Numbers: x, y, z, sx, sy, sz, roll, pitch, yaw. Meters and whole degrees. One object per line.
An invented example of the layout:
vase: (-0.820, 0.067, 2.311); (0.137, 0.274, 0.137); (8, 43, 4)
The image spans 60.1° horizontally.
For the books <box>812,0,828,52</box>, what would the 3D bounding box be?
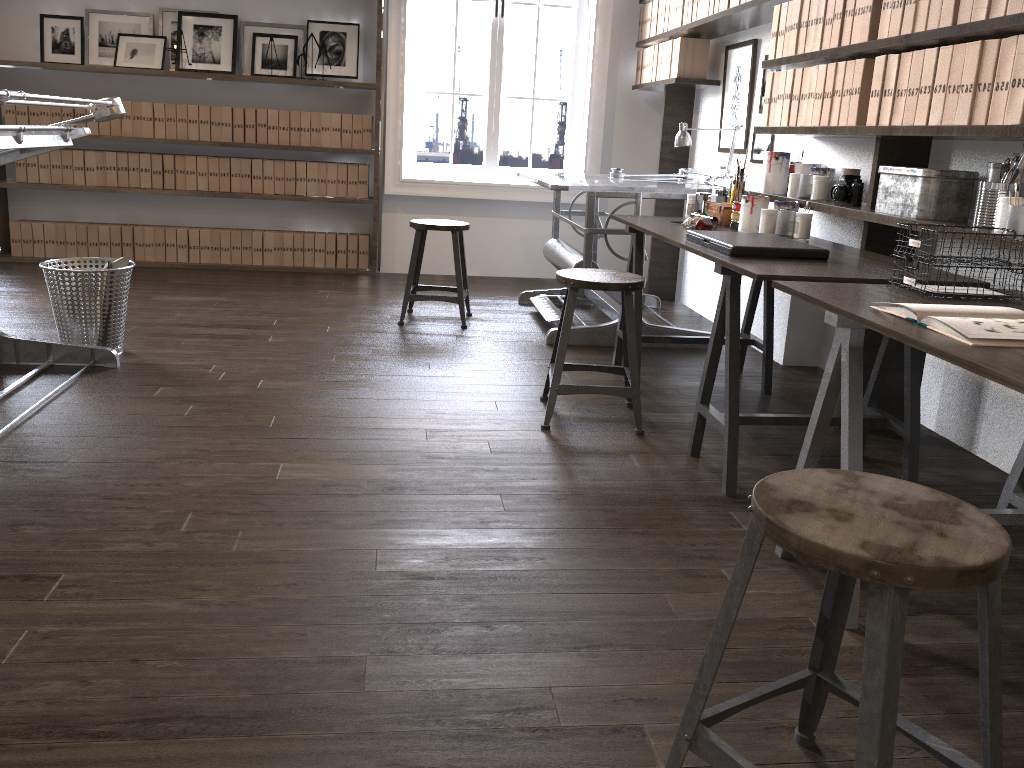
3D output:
books: (1.235, -1.353, 3.324); (0.174, 0.223, 0.067); (1, 13, -8)

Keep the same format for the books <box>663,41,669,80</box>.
books: (0.996, -1.905, 5.237); (0.174, 0.223, 0.067); (1, 13, -8)

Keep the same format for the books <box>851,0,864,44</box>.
books: (1.273, -1.271, 3.038); (0.174, 0.223, 0.067); (1, 13, -8)

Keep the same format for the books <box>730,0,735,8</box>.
books: (1.136, -1.883, 4.201); (0.174, 0.223, 0.067); (1, 13, -8)

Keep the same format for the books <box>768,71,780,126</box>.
books: (1.182, -1.187, 3.711); (0.174, 0.223, 0.067); (1, 13, -8)

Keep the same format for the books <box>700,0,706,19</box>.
books: (1.082, -2.001, 4.608); (0.174, 0.223, 0.067); (1, 13, -8)

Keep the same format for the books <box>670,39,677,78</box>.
books: (1.015, -1.867, 5.106); (0.174, 0.223, 0.067); (1, 13, -8)

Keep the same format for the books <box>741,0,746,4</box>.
books: (1.153, -1.843, 4.063); (0.174, 0.223, 0.067); (1, 13, -8)

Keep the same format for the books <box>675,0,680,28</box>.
books: (1.029, -2.131, 5.036); (0.174, 0.223, 0.067); (1, 13, -8)

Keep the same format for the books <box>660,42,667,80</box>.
books: (0.987, -1.922, 5.298); (0.174, 0.223, 0.067); (1, 13, -8)

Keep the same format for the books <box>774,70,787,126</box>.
books: (1.188, -1.169, 3.650); (0.174, 0.223, 0.067); (1, 13, -8)

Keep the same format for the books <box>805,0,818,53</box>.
books: (1.230, -1.373, 3.393); (0.174, 0.223, 0.067); (1, 13, -8)

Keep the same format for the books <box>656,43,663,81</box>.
books: (0.976, -1.942, 5.368); (0.174, 0.223, 0.067); (1, 13, -8)

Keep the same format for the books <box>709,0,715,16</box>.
books: (1.096, -1.960, 4.468); (0.174, 0.223, 0.067); (1, 13, -8)

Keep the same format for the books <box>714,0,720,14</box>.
books: (1.108, -1.943, 4.408); (0.174, 0.223, 0.067); (1, 13, -8)

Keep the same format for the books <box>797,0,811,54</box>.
books: (1.222, -1.393, 3.462); (0.174, 0.223, 0.067); (1, 13, -8)

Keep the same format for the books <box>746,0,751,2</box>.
books: (1.162, -1.824, 3.995); (0.174, 0.223, 0.067); (1, 13, -8)

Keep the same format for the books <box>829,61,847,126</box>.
books: (1.248, -1.033, 3.176); (0.174, 0.223, 0.067); (1, 13, -8)

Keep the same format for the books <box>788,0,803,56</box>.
books: (1.208, -1.412, 3.526); (0.174, 0.223, 0.067); (1, 13, -8)

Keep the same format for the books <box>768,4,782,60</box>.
books: (1.184, -1.468, 3.721); (0.174, 0.223, 0.067); (1, 13, -8)

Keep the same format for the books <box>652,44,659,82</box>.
books: (0.966, -1.971, 5.468); (0.174, 0.223, 0.067); (1, 13, -8)

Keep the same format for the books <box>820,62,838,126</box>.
books: (1.236, -1.051, 3.237); (0.174, 0.223, 0.067); (1, 13, -8)

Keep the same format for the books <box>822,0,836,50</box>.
books: (1.248, -1.333, 3.256); (0.174, 0.223, 0.067); (1, 13, -8)

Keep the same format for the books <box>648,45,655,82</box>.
books: (0.953, -1.992, 5.538); (0.174, 0.223, 0.067); (1, 13, -8)

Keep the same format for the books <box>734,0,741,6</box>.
books: (1.140, -1.863, 4.131); (0.174, 0.223, 0.067); (1, 13, -8)

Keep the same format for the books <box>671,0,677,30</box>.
books: (1.021, -2.152, 5.109); (0.174, 0.223, 0.067); (1, 13, -8)

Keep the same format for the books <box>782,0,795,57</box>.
books: (1.204, -1.430, 3.591); (0.174, 0.223, 0.067); (1, 13, -8)

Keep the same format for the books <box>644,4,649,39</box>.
books: (0.949, -2.319, 5.687); (0.174, 0.223, 0.067); (1, 13, -8)

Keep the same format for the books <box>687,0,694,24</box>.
books: (1.054, -2.059, 4.811); (0.174, 0.223, 0.067); (1, 13, -8)

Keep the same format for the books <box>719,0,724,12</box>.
books: (1.118, -1.924, 4.345); (0.174, 0.223, 0.067); (1, 13, -8)

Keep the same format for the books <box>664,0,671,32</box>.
books: (1.002, -2.191, 5.243); (0.174, 0.223, 0.067); (1, 13, -8)

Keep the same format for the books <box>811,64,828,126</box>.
books: (1.228, -1.071, 3.307); (0.174, 0.223, 0.067); (1, 13, -8)

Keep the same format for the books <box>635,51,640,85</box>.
books: (0.918, -2.089, 5.877); (0.174, 0.223, 0.067); (1, 13, -8)

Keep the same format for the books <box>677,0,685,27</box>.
books: (1.032, -2.114, 4.975); (0.174, 0.223, 0.067); (1, 13, -8)

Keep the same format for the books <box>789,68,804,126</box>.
books: (1.207, -1.130, 3.512); (0.174, 0.223, 0.067); (1, 13, -8)

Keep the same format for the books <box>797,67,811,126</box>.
books: (1.217, -1.110, 3.445); (0.174, 0.223, 0.067); (1, 13, -8)

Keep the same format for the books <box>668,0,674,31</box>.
books: (1.014, -2.171, 5.176); (0.174, 0.223, 0.067); (1, 13, -8)

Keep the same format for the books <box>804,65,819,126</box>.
books: (1.222, -1.091, 3.377); (0.174, 0.223, 0.067); (1, 13, -8)

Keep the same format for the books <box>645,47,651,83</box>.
books: (0.945, -2.012, 5.608); (0.174, 0.223, 0.067); (1, 13, -8)

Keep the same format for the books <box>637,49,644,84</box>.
books: (0.921, -2.068, 5.804); (0.174, 0.223, 0.067); (1, 13, -8)

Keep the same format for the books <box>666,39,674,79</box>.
books: (1.000, -1.886, 5.172); (0.174, 0.223, 0.067); (1, 13, -8)

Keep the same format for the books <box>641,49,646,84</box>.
books: (0.936, -2.047, 5.733); (0.174, 0.223, 0.067); (1, 13, -8)

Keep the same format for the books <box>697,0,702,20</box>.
books: (1.077, -2.020, 4.676); (0.174, 0.223, 0.067); (1, 13, -8)

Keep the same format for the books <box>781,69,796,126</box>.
books: (1.195, -1.149, 3.579); (0.174, 0.223, 0.067); (1, 13, -8)

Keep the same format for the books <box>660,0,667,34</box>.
books: (0.989, -2.211, 5.313); (0.174, 0.223, 0.067); (1, 13, -8)

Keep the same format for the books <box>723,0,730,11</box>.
books: (1.122, -1.904, 4.272); (0.174, 0.223, 0.067); (1, 13, -8)

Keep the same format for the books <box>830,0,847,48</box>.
books: (1.252, -1.313, 3.183); (0.174, 0.223, 0.067); (1, 13, -8)

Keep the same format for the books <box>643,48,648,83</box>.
books: (0.941, -2.029, 5.669); (0.174, 0.223, 0.067); (1, 13, -8)

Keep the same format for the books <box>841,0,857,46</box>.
books: (1.266, -1.292, 3.112); (0.174, 0.223, 0.067); (1, 13, -8)

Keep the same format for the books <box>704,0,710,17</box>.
books: (1.087, -1.981, 4.538); (0.174, 0.223, 0.067); (1, 13, -8)

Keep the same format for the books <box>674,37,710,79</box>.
books: (1.022, -1.847, 5.038); (0.174, 0.223, 0.067); (1, 13, -8)

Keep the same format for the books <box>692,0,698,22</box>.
books: (1.066, -2.039, 4.744); (0.174, 0.223, 0.067); (1, 13, -8)

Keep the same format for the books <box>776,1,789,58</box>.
books: (1.195, -1.448, 3.652); (0.174, 0.223, 0.067); (1, 13, -8)

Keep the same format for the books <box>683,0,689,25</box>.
books: (1.046, -2.082, 4.890); (0.174, 0.223, 0.067); (1, 13, -8)
